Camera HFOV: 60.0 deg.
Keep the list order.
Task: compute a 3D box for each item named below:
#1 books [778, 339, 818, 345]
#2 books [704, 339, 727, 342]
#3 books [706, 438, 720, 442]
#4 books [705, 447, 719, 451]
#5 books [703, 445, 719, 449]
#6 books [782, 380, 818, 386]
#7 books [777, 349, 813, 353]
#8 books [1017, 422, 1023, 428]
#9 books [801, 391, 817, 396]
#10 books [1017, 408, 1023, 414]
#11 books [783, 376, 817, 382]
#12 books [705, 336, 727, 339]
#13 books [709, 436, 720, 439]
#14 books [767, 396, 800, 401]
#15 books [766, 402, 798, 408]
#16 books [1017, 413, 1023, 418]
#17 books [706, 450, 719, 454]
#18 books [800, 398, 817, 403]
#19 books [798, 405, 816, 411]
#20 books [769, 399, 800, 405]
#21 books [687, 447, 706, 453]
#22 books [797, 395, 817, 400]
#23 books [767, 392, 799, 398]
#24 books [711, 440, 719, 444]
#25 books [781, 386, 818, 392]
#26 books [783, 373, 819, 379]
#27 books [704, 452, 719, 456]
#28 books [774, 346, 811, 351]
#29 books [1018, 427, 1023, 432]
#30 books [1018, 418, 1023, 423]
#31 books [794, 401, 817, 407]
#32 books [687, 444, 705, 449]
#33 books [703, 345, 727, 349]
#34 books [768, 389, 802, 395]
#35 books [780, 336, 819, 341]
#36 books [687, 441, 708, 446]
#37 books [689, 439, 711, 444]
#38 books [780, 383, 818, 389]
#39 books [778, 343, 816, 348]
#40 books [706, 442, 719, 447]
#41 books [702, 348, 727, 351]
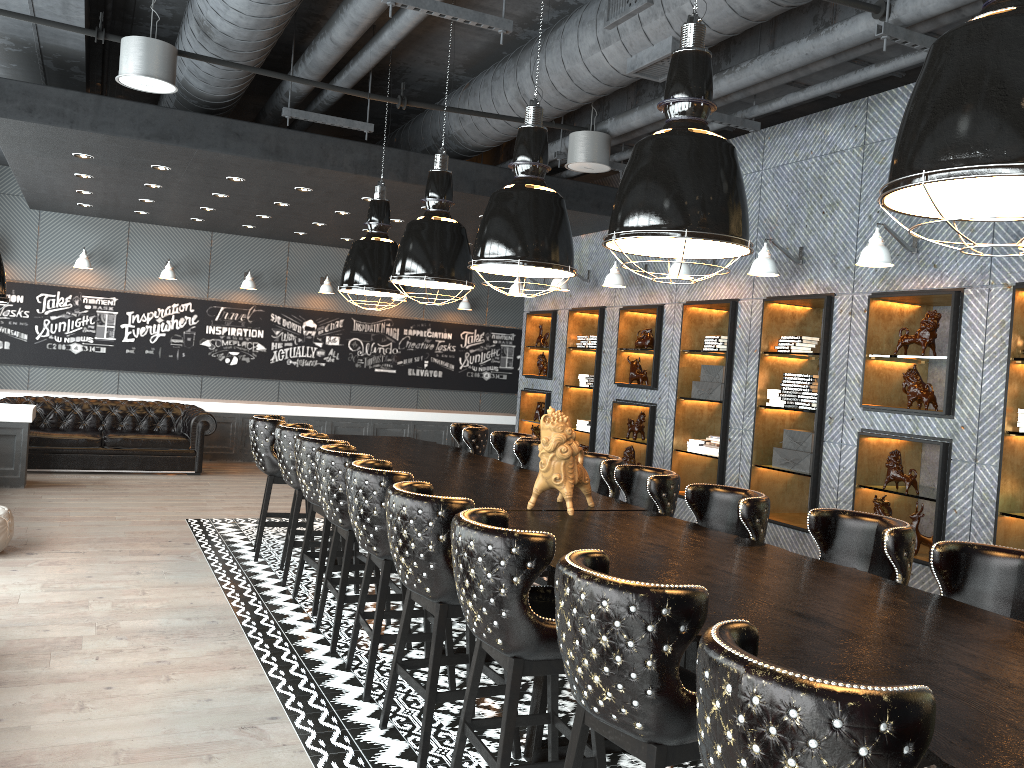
[{"bbox_3d":[2.348,-0.346,7.277,0.193,0.028,0.245,3,1,-34],"label":"books"},{"bbox_3d":[1.919,-0.395,8.176,0.193,0.028,0.245,4,1,-20],"label":"books"},{"bbox_3d":[1.885,0.506,7.980,0.197,0.020,0.206,4,1,-24],"label":"books"},{"bbox_3d":[1.871,0.591,7.988,0.202,0.022,0.228,4,1,-23],"label":"books"},{"bbox_3d":[1.868,0.570,7.983,0.205,0.019,0.264,4,1,-27],"label":"books"},{"bbox_3d":[2.343,-0.012,7.202,0.245,0.028,0.193,5,1,34],"label":"books"},{"bbox_3d":[2.317,-0.263,7.260,0.193,0.028,0.245,4,1,-10],"label":"books"},{"bbox_3d":[3.183,0.257,5.281,0.245,0.028,0.193,4,1,-5],"label":"books"},{"bbox_3d":[2.453,0.084,7.019,0.193,0.028,0.245,4,1,-31],"label":"books"},{"bbox_3d":[3.198,0.173,5.317,0.245,0.028,0.193,4,1,-28],"label":"books"},{"bbox_3d":[2.338,-0.040,7.185,0.245,0.028,0.193,5,1,25],"label":"books"},{"bbox_3d":[1.920,-0.422,8.131,0.193,0.028,0.245,4,1,-23],"label":"books"},{"bbox_3d":[1.905,0.486,7.995,0.185,0.024,0.212,4,1,-31],"label":"books"},{"bbox_3d":[2.259,0.121,7.302,0.245,0.028,0.193,4,1,-20],"label":"books"},{"bbox_3d":[2.243,0.177,7.286,0.245,0.028,0.193,3,1,-33],"label":"books"},{"bbox_3d":[3.197,0.201,5.318,0.245,0.028,0.193,4,1,-31],"label":"books"},{"bbox_3d":[1.870,0.613,7.987,0.158,0.021,0.224,4,1,-17],"label":"books"},{"bbox_3d":[2.449,0.140,7.041,0.193,0.028,0.245,4,1,-30],"label":"books"},{"bbox_3d":[2.422,0.195,7.022,0.193,0.028,0.245,4,1,-22],"label":"books"},{"bbox_3d":[2.262,0.151,7.250,0.245,0.028,0.193,4,1,-27],"label":"books"},{"bbox_3d":[1.786,0.615,8.259,0.243,0.034,0.179,5,2,43],"label":"books"},{"bbox_3d":[2.425,0.110,7.050,0.193,0.028,0.245,3,1,-36],"label":"books"},{"bbox_3d":[2.245,0.093,7.262,0.245,0.028,0.193,4,1,-13],"label":"books"},{"bbox_3d":[1.907,0.530,7.987,0.244,0.023,0.247,3,1,-41],"label":"books"},{"bbox_3d":[2.327,0.044,7.172,0.245,0.028,0.193,5,1,33],"label":"books"},{"bbox_3d":[2.354,-0.067,7.185,0.245,0.028,0.193,5,1,39],"label":"books"},{"bbox_3d":[1.865,0.633,7.977,0.167,0.023,0.228,4,1,-25],"label":"books"},{"bbox_3d":[2.307,-0.292,7.285,0.193,0.028,0.245,4,1,-15],"label":"books"},{"bbox_3d":[3.218,0.287,5.321,0.245,0.028,0.193,4,1,-11],"label":"books"},{"bbox_3d":[3.203,0.230,5.322,0.245,0.028,0.193,4,1,-24],"label":"books"},{"bbox_3d":[2.388,0.164,7.027,0.193,0.028,0.245,4,1,-15],"label":"books"},{"bbox_3d":[1.773,0.586,8.269,0.227,0.024,0.166,5,1,33],"label":"books"},{"bbox_3d":[1.901,-0.339,8.137,0.193,0.028,0.245,4,1,-15],"label":"books"},{"bbox_3d":[2.257,0.065,7.288,0.245,0.028,0.193,4,1,-19],"label":"books"},{"bbox_3d":[2.362,-0.373,7.274,0.193,0.028,0.245,4,1,-26],"label":"books"},{"bbox_3d":[1.787,0.562,8.298,0.243,0.024,0.175,4,1,-26],"label":"books"},{"bbox_3d":[1.787,0.536,8.257,0.225,0.029,0.179,3,1,-41],"label":"books"},{"bbox_3d":[2.321,0.016,7.170,0.245,0.028,0.193,5,1,36],"label":"books"},{"bbox_3d":[2.335,-0.318,7.275,0.193,0.028,0.245,4,1,-18],"label":"books"},{"bbox_3d":[1.877,0.549,7.993,0.197,0.023,0.248,4,1,-9],"label":"books"},{"bbox_3d":[1.904,-0.311,8.150,0.193,0.028,0.245,4,1,-26],"label":"books"}]
